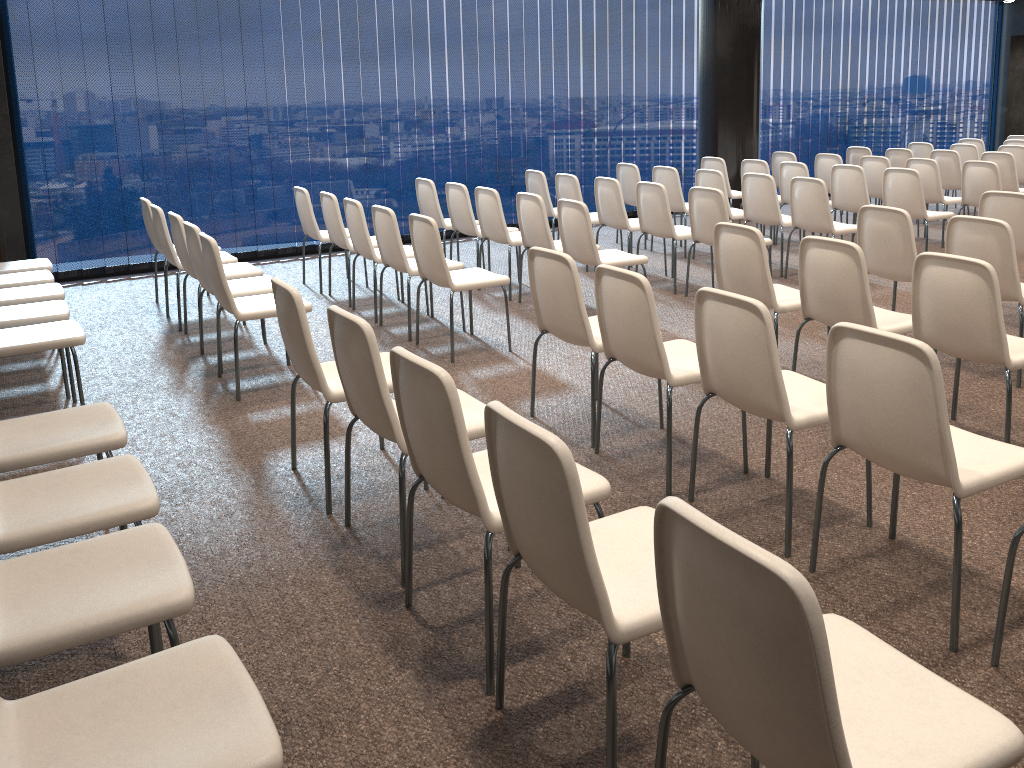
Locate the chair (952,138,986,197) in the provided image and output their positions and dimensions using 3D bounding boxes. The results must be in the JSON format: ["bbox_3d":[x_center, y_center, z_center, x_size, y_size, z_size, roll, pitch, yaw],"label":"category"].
[{"bbox_3d":[6.616,-3.039,12.420,0.563,0.875,0.542,-9,14,-31],"label":"chair"}]

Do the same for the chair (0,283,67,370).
[{"bbox_3d":[-3.101,-0.545,5.467,0.563,0.875,0.543,-8,14,-29],"label":"chair"}]

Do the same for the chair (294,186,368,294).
[{"bbox_3d":[-1.591,-1.303,7.697,0.563,0.875,0.543,-8,14,-28],"label":"chair"}]

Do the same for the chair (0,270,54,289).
[{"bbox_3d":[-3.424,-0.693,5.954,0.563,0.875,0.542,-9,14,-30],"label":"chair"}]

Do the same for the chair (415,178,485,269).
[{"bbox_3d":[-0.590,-1.507,8.248,0.563,0.875,0.542,-9,14,-30],"label":"chair"}]

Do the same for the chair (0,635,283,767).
[{"bbox_3d":[-0.730,0.653,1.567,0.563,0.875,0.542,-9,14,-31],"label":"chair"}]

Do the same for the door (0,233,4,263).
[{"bbox_3d":[-5.122,-1.832,7.258,1.413,2.339,0.274,-9,12,-30],"label":"door"}]

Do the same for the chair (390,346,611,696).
[{"bbox_3d":[-0.041,0.301,2.603,0.563,0.875,0.542,-9,14,-31],"label":"chair"}]

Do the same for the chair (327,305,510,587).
[{"bbox_3d":[-0.336,0.134,3.143,0.563,0.875,0.542,-9,14,-31],"label":"chair"}]

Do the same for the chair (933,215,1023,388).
[{"bbox_3d":[2.738,-0.516,4.909,0.562,0.875,0.543,-8,14,-27],"label":"chair"}]

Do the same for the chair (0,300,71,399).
[{"bbox_3d":[-2.805,-0.383,4.942,0.562,0.875,0.543,-8,14,-27],"label":"chair"}]

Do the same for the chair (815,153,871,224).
[{"bbox_3d":[3.806,-2.229,10.134,0.563,0.875,0.543,-8,14,-29],"label":"chair"}]

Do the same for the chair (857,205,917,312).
[{"bbox_3d":[2.454,-0.682,5.449,0.562,0.875,0.543,-8,14,-27],"label":"chair"}]

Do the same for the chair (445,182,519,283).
[{"bbox_3d":[-0.269,-1.347,7.727,0.563,0.875,0.542,-9,14,-31],"label":"chair"}]

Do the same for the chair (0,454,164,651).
[{"bbox_3d":[-1.345,0.349,2.557,0.563,0.875,0.542,-9,14,-31],"label":"chair"}]

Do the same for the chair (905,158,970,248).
[{"bbox_3d":[4.391,-1.910,9.099,0.562,0.875,0.543,-8,14,-27],"label":"chair"}]

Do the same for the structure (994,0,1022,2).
[{"bbox_3d":[4.235,-3.917,7.196,13.285,0.224,8.262,-12,21,-29],"label":"structure"}]

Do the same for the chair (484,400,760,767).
[{"bbox_3d":[0.247,0.452,2.109,0.563,0.875,0.543,-8,14,-28],"label":"chair"}]

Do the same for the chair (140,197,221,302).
[{"bbox_3d":[-2.667,-1.082,7.097,0.563,0.875,0.543,-8,14,-29],"label":"chair"}]

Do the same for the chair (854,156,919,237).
[{"bbox_3d":[4.102,-2.062,9.592,0.563,0.875,0.542,-9,14,-30],"label":"chair"}]

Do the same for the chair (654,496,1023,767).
[{"bbox_3d":[0.567,0.610,1.593,0.562,0.875,0.543,-8,14,-27],"label":"chair"}]

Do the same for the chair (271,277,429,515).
[{"bbox_3d":[-0.681,-0.026,3.665,0.563,0.875,0.543,-8,14,-28],"label":"chair"}]

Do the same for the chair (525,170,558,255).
[{"bbox_3d":[0.446,-1.730,8.855,0.562,0.875,0.543,-8,14,-27],"label":"chair"}]

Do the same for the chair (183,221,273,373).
[{"bbox_3d":[-1.733,-0.598,5.523,0.563,0.875,0.542,-9,14,-30],"label":"chair"}]

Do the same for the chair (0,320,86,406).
[{"bbox_3d":[-2.470,-0.226,4.428,0.563,0.875,0.542,-9,14,-31],"label":"chair"}]

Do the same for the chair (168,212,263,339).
[{"bbox_3d":[-2.037,-0.763,6.059,0.563,0.875,0.542,-9,14,-30],"label":"chair"}]

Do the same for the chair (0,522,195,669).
[{"bbox_3d":[-1.069,0.495,2.082,0.563,0.875,0.542,-9,14,-30],"label":"chair"}]

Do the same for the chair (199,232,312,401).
[{"bbox_3d":[-1.459,-0.443,5.020,0.563,0.875,0.543,-8,14,-28],"label":"chair"}]

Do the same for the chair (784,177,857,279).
[{"bbox_3d":[2.647,-1.312,7.385,0.563,0.875,0.543,-8,14,-28],"label":"chair"}]

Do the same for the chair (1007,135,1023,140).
[{"bbox_3d":[7.614,-3.244,12.975,0.563,0.875,0.542,-9,14,-30],"label":"chair"}]

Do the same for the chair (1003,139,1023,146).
[{"bbox_3d":[6.958,-2.881,11.902,0.563,0.875,0.542,-9,14,-31],"label":"chair"}]

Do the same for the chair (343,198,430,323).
[{"bbox_3d":[-0.956,-0.979,6.641,0.562,0.875,0.543,-8,14,-27],"label":"chair"}]

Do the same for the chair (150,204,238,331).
[{"bbox_3d":[-2.370,-0.919,6.568,0.563,0.875,0.543,-9,14,-29],"label":"chair"}]

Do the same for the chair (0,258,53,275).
[{"bbox_3d":[-3.700,-0.849,6.459,0.563,0.875,0.542,-9,14,-30],"label":"chair"}]

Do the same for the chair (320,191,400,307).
[{"bbox_3d":[-1.250,-1.145,7.179,0.563,0.875,0.543,-8,14,-28],"label":"chair"}]

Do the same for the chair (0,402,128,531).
[{"bbox_3d":[-1.667,0.189,3.078,0.563,0.875,0.542,-9,14,-30],"label":"chair"}]
